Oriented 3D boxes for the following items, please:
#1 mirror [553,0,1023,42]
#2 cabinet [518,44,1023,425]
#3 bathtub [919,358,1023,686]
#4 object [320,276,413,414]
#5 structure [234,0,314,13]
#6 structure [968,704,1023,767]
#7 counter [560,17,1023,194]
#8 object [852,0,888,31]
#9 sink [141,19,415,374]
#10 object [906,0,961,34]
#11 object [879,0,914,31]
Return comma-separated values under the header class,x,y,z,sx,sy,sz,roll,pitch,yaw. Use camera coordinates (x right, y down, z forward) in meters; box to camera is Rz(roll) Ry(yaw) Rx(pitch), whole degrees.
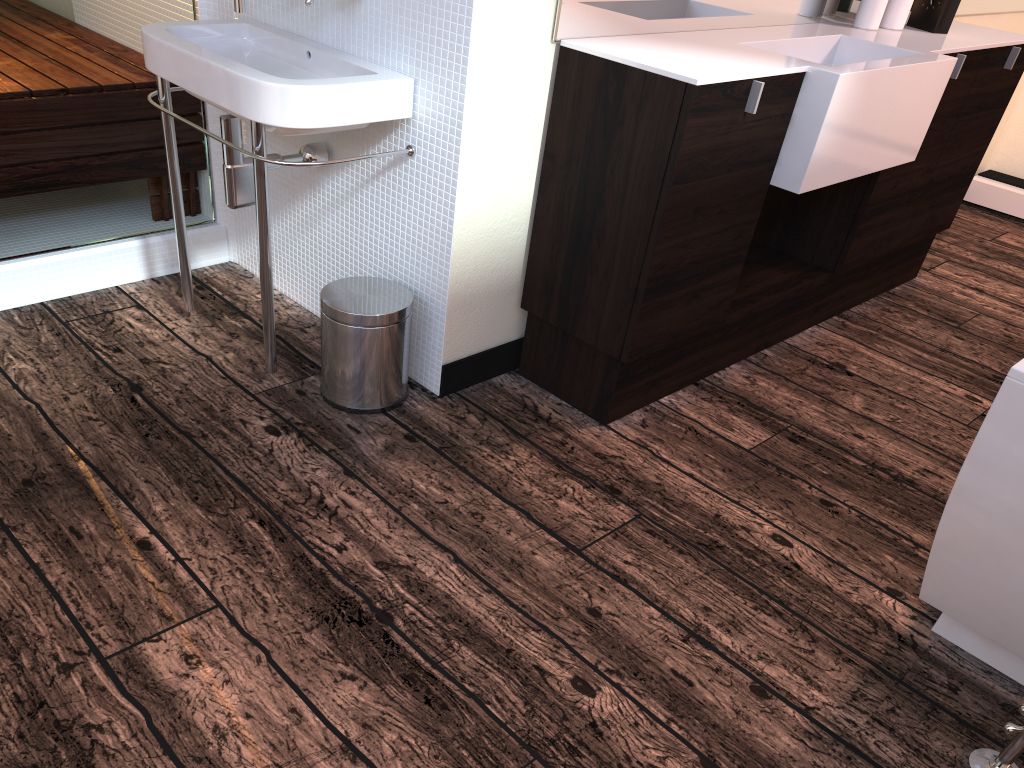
class,x,y,z,sx,sy,sz,roll,pitch,yaw
mirror,1.350,-2.076,2.333,3.208,1.878,0.011,-24,46,-38
cabinet,0.845,-0.620,2.621,1.841,0.940,0.382,-24,46,-38
bathtub,1.728,0.100,1.907,2.198,0.707,0.790,-24,45,-38
object,-0.358,-0.106,2.173,0.222,0.312,0.219,12,35,5
structure,-0.483,-0.950,1.890,0.234,0.125,0.295,-24,46,-38
structure,1.050,0.232,1.229,0.552,1.141,0.378,-13,40,-27
counter,0.903,-0.878,2.416,1.840,0.302,0.437,-24,45,-38
object,1.031,-1.221,2.504,0.073,0.194,0.078,3,35,-7
sink,-0.598,-0.496,2.184,0.343,0.800,0.674,-25,46,-38
object,1.263,-1.264,2.628,0.067,0.181,0.114,-7,37,-21
object,1.127,-1.222,2.588,0.073,0.125,0.073,31,41,30
